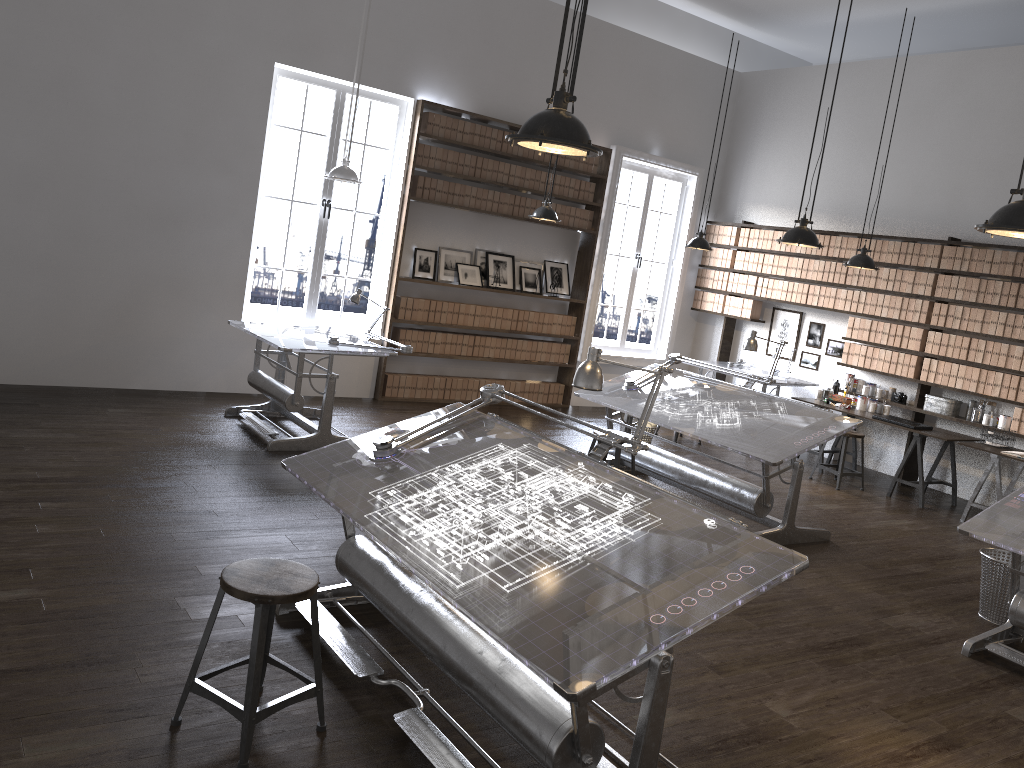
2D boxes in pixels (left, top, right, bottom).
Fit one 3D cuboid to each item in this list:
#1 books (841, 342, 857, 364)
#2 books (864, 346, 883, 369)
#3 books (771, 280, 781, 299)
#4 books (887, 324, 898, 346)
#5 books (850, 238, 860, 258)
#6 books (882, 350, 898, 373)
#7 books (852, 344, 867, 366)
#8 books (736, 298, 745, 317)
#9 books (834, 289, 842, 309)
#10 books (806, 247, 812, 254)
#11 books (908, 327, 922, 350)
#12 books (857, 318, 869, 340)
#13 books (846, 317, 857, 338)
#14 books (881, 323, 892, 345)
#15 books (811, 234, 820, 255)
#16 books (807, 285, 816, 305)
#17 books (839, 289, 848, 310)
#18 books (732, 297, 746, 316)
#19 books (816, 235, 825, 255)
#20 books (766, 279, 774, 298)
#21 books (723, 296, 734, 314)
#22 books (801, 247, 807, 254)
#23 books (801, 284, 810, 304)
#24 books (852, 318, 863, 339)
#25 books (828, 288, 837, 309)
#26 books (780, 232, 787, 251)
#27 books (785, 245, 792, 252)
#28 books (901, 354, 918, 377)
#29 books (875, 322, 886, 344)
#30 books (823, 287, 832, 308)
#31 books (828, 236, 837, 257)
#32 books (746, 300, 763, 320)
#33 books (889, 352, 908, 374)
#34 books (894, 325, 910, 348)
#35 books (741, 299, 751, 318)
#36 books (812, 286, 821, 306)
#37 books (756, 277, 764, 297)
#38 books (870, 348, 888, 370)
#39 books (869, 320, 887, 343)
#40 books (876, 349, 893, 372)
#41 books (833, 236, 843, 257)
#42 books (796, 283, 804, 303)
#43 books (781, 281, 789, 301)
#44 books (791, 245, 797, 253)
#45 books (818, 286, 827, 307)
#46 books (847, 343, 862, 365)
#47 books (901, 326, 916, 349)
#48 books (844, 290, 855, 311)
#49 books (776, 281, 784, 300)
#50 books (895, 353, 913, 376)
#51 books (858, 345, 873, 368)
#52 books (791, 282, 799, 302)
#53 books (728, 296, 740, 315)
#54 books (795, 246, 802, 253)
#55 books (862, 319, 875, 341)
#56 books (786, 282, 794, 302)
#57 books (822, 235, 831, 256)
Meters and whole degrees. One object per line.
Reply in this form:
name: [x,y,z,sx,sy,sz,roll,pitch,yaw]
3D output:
books: [3.575,-0.323,9.354,0.174,0.225,0.067,4,7,-35]
books: [3.732,-0.266,9.136,0.174,0.224,0.067,4,7,-35]
books: [3.074,-1.074,10.165,0.174,0.224,0.067,4,7,-35]
books: [3.889,-0.488,8.947,0.174,0.224,0.067,4,7,-35]
books: [3.670,-1.421,9.361,0.174,0.225,0.067,4,7,-35]
books: [3.846,-0.222,8.961,0.174,0.224,0.067,4,7,-35]
books: [3.650,-0.296,9.251,0.174,0.224,0.067,4,7,-35]
books: [2.773,-0.905,10.553,0.174,0.225,0.067,4,7,-35]
books: [3.542,-0.898,9.482,0.174,0.224,0.067,4,7,-35]
books: [3.358,-1.538,9.813,0.174,0.225,0.067,4,7,-35]
books: [4.013,-0.441,8.763,0.174,0.224,0.067,4,7,-35]
books: [3.693,-0.561,9.227,0.174,0.224,0.067,4,7,-35]
books: [3.615,-0.590,9.335,0.174,0.225,0.067,4,7,-35]
books: [3.845,-0.503,9.002,0.174,0.224,0.067,4,7,-35]
books: [3.397,-1.525,9.765,0.174,0.224,0.067,4,7,-35]
books: [3.349,-0.971,9.765,0.174,0.224,0.067,4,7,-35]
books: [3.576,-0.885,9.430,0.174,0.224,0.067,4,7,-35]
books: [2.739,-0.919,10.610,0.174,0.224,0.067,4,7,-35]
books: [3.435,-1.511,9.713,0.174,0.224,0.067,4,7,-35]
books: [3.033,-1.089,10.221,0.174,0.224,0.067,4,7,-35]
books: [2.661,-0.948,10.718,0.174,0.225,0.067,4,7,-35]
books: [3.317,-1.553,9.872,0.174,0.224,0.067,4,7,-35]
books: [3.302,-0.987,9.823,0.174,0.225,0.067,4,7,-35]
books: [3.657,-0.574,9.277,0.174,0.224,0.067,4,7,-35]
books: [3.501,-0.912,9.534,0.174,0.225,0.067,4,7,-35]
books: [3.160,-1.613,10.102,0.174,0.225,0.067,4,7,-35]
books: [3.203,-1.598,10.047,0.174,0.224,0.067,4,7,-35]
books: [3.964,-0.179,8.802,0.174,0.224,0.067,4,7,-35]
books: [3.809,-0.518,9.062,0.174,0.224,0.067,4,7,-35]
books: [3.468,-0.926,9.592,0.174,0.224,0.067,4,7,-35]
books: [3.519,-1.479,9.592,0.174,0.224,0.067,4,7,-35]
books: [2.855,-0.876,10.443,0.174,0.224,0.067,4,7,-35]
books: [3.886,-0.206,8.902,0.174,0.225,0.067,4,7,-35]
books: [3.926,-0.472,8.883,0.174,0.225,0.067,4,7,-35]
books: [2.818,-0.890,10.501,0.174,0.224,0.067,4,7,-35]
books: [3.385,-0.956,9.705,0.174,0.224,0.067,4,7,-35]
books: [2.946,-1.121,10.343,0.174,0.224,0.067,4,7,-35]
books: [3.772,-0.251,9.081,0.174,0.224,0.067,4,7,-35]
books: [3.769,-0.533,9.119,0.174,0.224,0.067,4,7,-35]
books: [3.808,-0.237,9.022,0.174,0.224,0.067,4,7,-35]
books: [3.555,-1.465,9.531,0.174,0.224,0.067,4,7,-35]
books: [3.265,-1.002,9.886,0.174,0.224,0.067,4,7,-35]
books: [3.147,-1.045,10.045,0.174,0.224,0.067,4,7,-35]
books: [3.244,-1.583,9.992,0.174,0.224,0.067,4,7,-35]
books: [3.428,-0.941,9.650,0.174,0.224,0.067,4,7,-35]
books: [3.616,-0.309,9.303,0.174,0.224,0.067,4,7,-35]
books: [3.972,-0.456,8.826,0.174,0.224,0.067,4,7,-35]
books: [3.615,-0.870,9.371,0.174,0.225,0.067,4,7,-35]
books: [3.110,-1.060,10.106,0.174,0.224,0.067,4,7,-35]
books: [3.925,-0.193,8.854,0.174,0.224,0.067,4,7,-35]
books: [3.689,-0.281,9.191,0.174,0.225,0.067,4,7,-35]
books: [3.227,-1.016,9.938,0.174,0.224,0.067,4,7,-35]
books: [2.703,-0.932,10.660,0.174,0.224,0.067,4,7,-35]
books: [3.279,-1.568,9.933,0.174,0.224,0.067,4,7,-35]
books: [3.727,-0.547,9.170,0.174,0.225,0.067,4,7,-35]
books: [3.188,-1.029,9.987,0.174,0.225,0.067,4,7,-35]
books: [3.472,-1.496,9.649,0.174,0.225,0.067,4,7,-35]
